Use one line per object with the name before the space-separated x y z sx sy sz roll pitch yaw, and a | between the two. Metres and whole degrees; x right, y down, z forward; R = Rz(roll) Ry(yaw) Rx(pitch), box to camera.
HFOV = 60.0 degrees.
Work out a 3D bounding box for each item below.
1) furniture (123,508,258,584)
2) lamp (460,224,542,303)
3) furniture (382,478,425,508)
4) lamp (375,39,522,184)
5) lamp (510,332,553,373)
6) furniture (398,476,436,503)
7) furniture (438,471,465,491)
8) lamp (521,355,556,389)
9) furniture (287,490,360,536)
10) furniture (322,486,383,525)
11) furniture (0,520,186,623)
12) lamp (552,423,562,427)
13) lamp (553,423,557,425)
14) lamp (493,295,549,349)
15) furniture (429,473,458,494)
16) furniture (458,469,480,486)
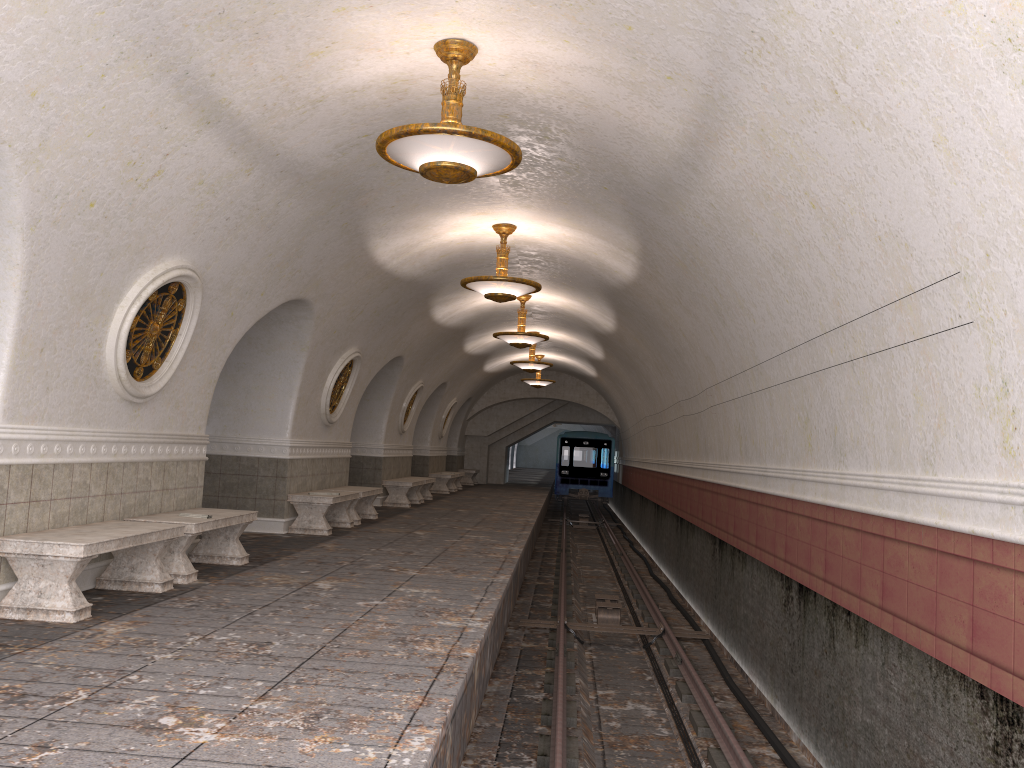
furniture | -2.877 1.439 8.037 0.613 0.508 1.509 3 -4 4
lamp | -0.121 -1.474 10.971 1.008 0.955 1.008 4 -4 -12
furniture | -2.246 2.246 18.334 0.613 0.508 1.509 3 -4 4
lamp | -0.418 -1.854 6.132 1.008 0.955 1.008 4 -4 -12
lamp | 0.468 -0.721 20.581 1.008 0.955 1.008 2 -5 20
furniture | -2.143 2.377 20.008 0.613 0.508 1.509 3 -4 4
furniture | -1.780 2.842 25.941 0.613 0.508 1.509 3 -4 4
lamp | 0.763 -0.344 25.388 1.008 0.955 1.008 7 -6 -40
furniture | -2.613 1.776 12.343 0.613 0.508 1.509 3 -4 4
furniture | -2.511 1.907 14.016 0.613 0.508 1.509 3 -4 4
furniture | -2.980 1.307 6.364 0.613 0.508 1.509 3 -4 4
lamp | 3.005 2.522 61.955 1.008 0.955 1.008 4 -4 -10
lamp | 2.710 2.145 57.149 1.008 0.955 1.008 4 -4 -10
lamp | 0.174 -1.098 15.777 1.008 0.955 1.008 2 -5 20
furniture | -1.882 2.711 24.268 0.613 0.508 1.509 3 -4 4
furniture | -1.498 3.203 30.539 0.613 0.508 1.509 3 -4 4
